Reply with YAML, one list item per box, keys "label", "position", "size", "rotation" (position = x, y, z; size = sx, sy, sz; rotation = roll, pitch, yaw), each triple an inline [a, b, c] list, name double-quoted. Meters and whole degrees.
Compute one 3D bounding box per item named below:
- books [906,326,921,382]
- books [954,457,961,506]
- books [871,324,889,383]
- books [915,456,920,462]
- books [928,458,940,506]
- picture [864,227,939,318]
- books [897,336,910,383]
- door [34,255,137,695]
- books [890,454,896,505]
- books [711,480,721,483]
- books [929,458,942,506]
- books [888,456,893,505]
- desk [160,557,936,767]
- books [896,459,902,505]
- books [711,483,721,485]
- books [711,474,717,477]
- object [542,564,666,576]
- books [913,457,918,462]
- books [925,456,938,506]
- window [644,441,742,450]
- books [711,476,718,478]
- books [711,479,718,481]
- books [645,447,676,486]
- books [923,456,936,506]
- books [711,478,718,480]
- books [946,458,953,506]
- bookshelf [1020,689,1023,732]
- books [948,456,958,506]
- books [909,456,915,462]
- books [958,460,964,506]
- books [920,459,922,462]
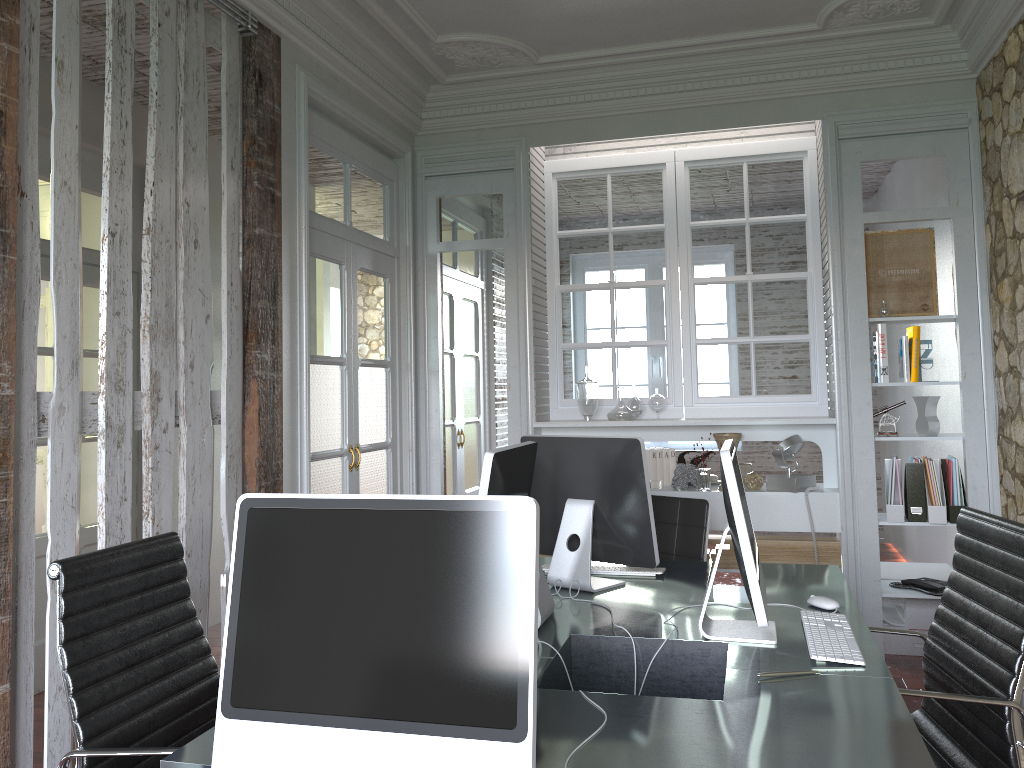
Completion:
- label: "books"
  position: [1.947, -0.143, 4.307]
  size: [0.055, 0.269, 0.192]
  rotation: [-2, -3, 15]
- label: "books"
  position: [2.108, 0.493, 4.205]
  size: [0.013, 0.289, 0.193]
  rotation: [-3, -3, 19]
- label: "books"
  position: [1.816, -0.148, 4.369]
  size: [0.042, 0.287, 0.215]
  rotation: [-2, -3, 15]
- label: "books"
  position: [1.948, 0.497, 4.234]
  size: [0.009, 0.289, 0.193]
  rotation: [-3, -3, 20]
- label: "books"
  position: [2.013, 0.499, 4.213]
  size: [0.043, 0.282, 0.193]
  rotation: [-3, -3, 21]
- label: "picture"
  position: [1.888, -0.536, 4.308]
  size: [0.326, 0.436, 0.009]
  rotation: [-2, -4, 15]
- label: "books"
  position: [1.909, -0.119, 4.317]
  size: [0.026, 0.224, 0.161]
  rotation: [-2, -3, 15]
- label: "door"
  position: [-2.223, 0.413, 4.413]
  size: [0.041, 2.093, 1.074]
  rotation: [-2, -3, 15]
- label: "books"
  position: [1.848, 0.496, 4.293]
  size: [0.038, 0.297, 0.180]
  rotation: [-3, -3, 23]
- label: "books"
  position: [0.986, 0.518, 4.746]
  size: [0.181, 0.007, 0.245]
  rotation: [-1, -1, -20]
- label: "books"
  position: [2.023, 0.502, 4.210]
  size: [0.045, 0.288, 0.193]
  rotation: [-3, -3, 21]
- label: "books"
  position: [1.832, 0.499, 4.292]
  size: [0.037, 0.289, 0.193]
  rotation: [-3, -3, 23]
- label: "desk"
  position: [0.202, 1.013, 2.052]
  size: [1.299, 0.730, 2.503]
  rotation: [-2, -1, 15]
- label: "books"
  position: [1.871, 0.501, 4.275]
  size: [0.022, 0.289, 0.193]
  rotation: [-3, -3, 23]
- label: "books"
  position: [0.987, 0.527, 4.745]
  size: [0.180, 0.011, 0.245]
  rotation: [-1, -1, -20]
- label: "books"
  position: [0.983, 0.491, 4.760]
  size: [0.168, 0.007, 0.189]
  rotation: [-1, -1, -13]
- label: "object"
  position: [0.311, 0.646, 3.088]
  size: [0.438, 0.017, 0.118]
  rotation: [-1, -1, 15]
- label: "books"
  position: [1.934, 0.500, 4.236]
  size: [0.030, 0.284, 0.180]
  rotation: [-3, -3, 20]
- label: "books"
  position: [2.005, 0.496, 4.218]
  size: [0.045, 0.288, 0.193]
  rotation: [-3, -3, 21]
- label: "window"
  position: [1.347, -0.290, 8.323]
  size: [1.538, 1.945, 0.127]
  rotation: [-2, -4, 15]
- label: "books"
  position: [0.984, 0.498, 4.758]
  size: [0.168, 0.007, 0.189]
  rotation: [-1, -1, -20]
- label: "books"
  position: [0.983, 0.511, 4.757]
  size: [0.168, 0.007, 0.189]
  rotation: [-1, -1, -20]
- label: "books"
  position: [0.776, 0.440, 4.729]
  size: [0.150, 0.194, 0.142]
  rotation: [0, -3, -20]
- label: "books"
  position: [1.996, 0.491, 4.228]
  size: [0.045, 0.283, 0.180]
  rotation: [-3, -3, 21]
- label: "books"
  position: [0.983, 0.504, 4.758]
  size: [0.168, 0.007, 0.189]
  rotation: [-1, -1, -20]
- label: "books"
  position: [2.077, 0.501, 4.213]
  size: [0.024, 0.278, 0.193]
  rotation: [-3, -3, 19]
- label: "bookshelf"
  position: [1.687, 1.127, 2.824]
  size: [0.436, 0.461, 1.192]
  rotation: [-2, -1, 15]
- label: "books"
  position: [2.098, 0.493, 4.216]
  size: [0.030, 0.291, 0.179]
  rotation: [-3, -3, 19]
- label: "books"
  position: [1.913, 0.498, 4.247]
  size: [0.039, 0.289, 0.193]
  rotation: [-3, -3, 20]
- label: "books"
  position: [2.121, 0.497, 4.200]
  size: [0.023, 0.283, 0.193]
  rotation: [-3, -3, 19]
- label: "books"
  position: [1.957, 0.501, 4.233]
  size: [0.007, 0.283, 0.193]
  rotation: [-3, -3, 20]
